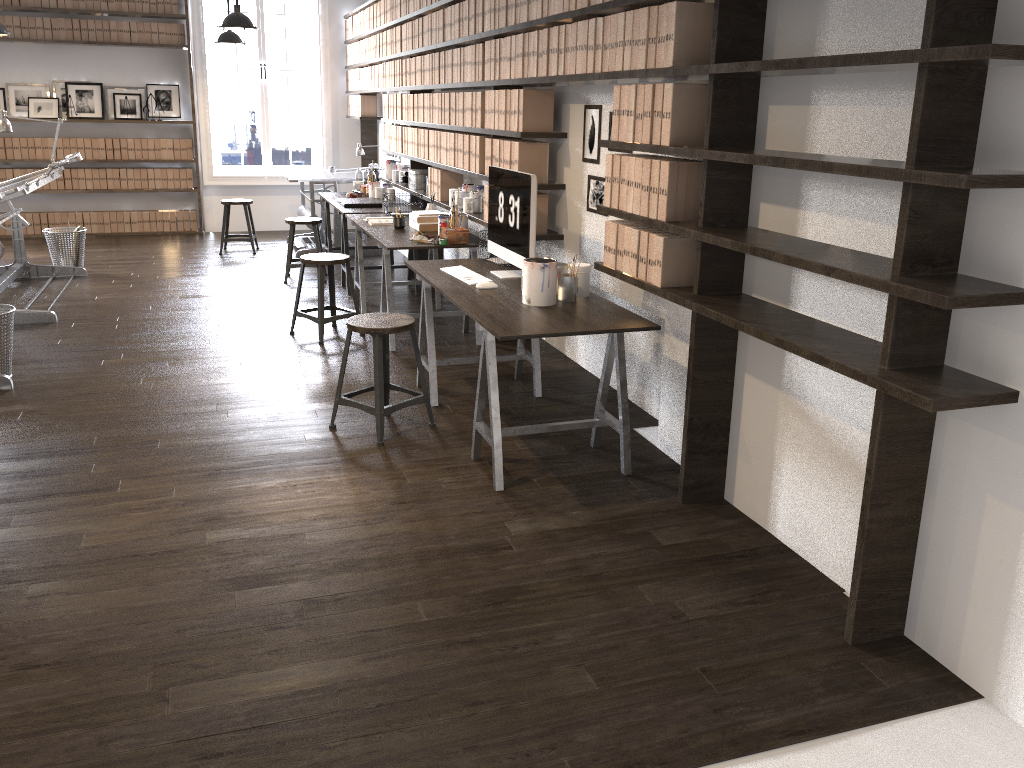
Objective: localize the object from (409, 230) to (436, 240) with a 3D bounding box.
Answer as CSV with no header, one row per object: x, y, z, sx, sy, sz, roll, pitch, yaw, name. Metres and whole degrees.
-0.569,-0.920,5.505,0.198,0.050,0.133,16,22,40,object

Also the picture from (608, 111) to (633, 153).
0.513,-1.176,4.133,0.023,0.181,0.254,-4,17,-18,picture

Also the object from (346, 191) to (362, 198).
-1.443,-1.718,8.006,0.132,0.050,0.199,4,17,10,object

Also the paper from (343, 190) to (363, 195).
-1.465,-1.755,8.134,0.138,0.038,0.156,-10,20,-32,paper

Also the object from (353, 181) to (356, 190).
-1.466,-1.862,8.361,0.068,0.103,0.069,-3,16,-14,object

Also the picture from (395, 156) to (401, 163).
-1.152,-2.335,8.967,0.023,0.181,0.254,-4,17,-18,picture

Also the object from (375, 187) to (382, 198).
-1.189,-1.703,7.885,0.062,0.093,0.062,7,17,20,object

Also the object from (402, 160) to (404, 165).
-1.044,-2.040,8.376,0.041,0.160,0.005,-6,16,-26,object

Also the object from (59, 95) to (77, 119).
-4.741,-2.959,9.465,0.174,0.257,0.040,-4,16,-18,object

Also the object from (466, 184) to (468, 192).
-0.300,-1.287,6.063,0.029,0.166,0.004,2,15,3,object

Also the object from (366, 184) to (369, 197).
-1.295,-1.755,8.028,0.049,0.110,0.050,-5,16,-22,object

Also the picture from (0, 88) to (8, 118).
-5.523,-2.985,9.405,0.267,0.311,0.059,-4,16,-18,picture

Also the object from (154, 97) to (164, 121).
-3.905,-3.043,9.793,0.110,0.258,0.040,-4,16,-18,object

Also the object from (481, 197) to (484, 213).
-0.185,-1.178,5.835,0.045,0.101,0.045,-7,17,-27,object

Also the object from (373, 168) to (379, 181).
-1.282,-1.914,8.335,0.068,0.227,0.070,-5,16,-21,object

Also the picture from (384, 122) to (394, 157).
-1.287,-2.679,9.277,0.040,0.567,0.420,-4,16,-18,picture

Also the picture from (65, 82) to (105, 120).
-4.639,-3.073,9.620,0.374,0.386,0.150,-4,16,-18,picture

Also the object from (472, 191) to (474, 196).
-0.249,-1.208,5.860,0.030,0.133,0.004,-5,16,-23,object

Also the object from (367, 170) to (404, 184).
-1.159,-1.890,8.130,0.345,0.144,0.078,2,15,3,object

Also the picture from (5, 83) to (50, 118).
-5.181,-3.031,9.493,0.416,0.360,0.084,-4,16,-18,picture

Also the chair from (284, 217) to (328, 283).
-1.772,-1.149,7.586,0.358,0.521,0.376,-2,16,-10,chair

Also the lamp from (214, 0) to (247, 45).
-2.734,-4.404,8.389,0.314,2.224,0.313,-11,19,-38,lamp

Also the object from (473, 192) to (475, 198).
-0.239,-1.208,5.859,0.036,0.118,0.005,-5,16,-22,object

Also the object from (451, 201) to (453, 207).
-0.359,-1.041,5.425,0.038,0.151,0.008,10,17,29,object

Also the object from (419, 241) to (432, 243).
-0.535,-0.866,5.397,0.158,0.005,0.005,14,20,35,object

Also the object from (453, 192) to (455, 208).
-0.355,-1.068,5.429,0.007,0.211,0.056,-2,15,-12,object

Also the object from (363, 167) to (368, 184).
-1.362,-1.911,8.308,0.068,0.234,0.070,-5,16,-21,object

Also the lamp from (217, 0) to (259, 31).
-2.107,-3.836,6.607,0.314,2.224,0.313,-11,19,-38,lamp

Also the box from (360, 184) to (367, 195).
-1.324,-1.796,8.190,0.138,0.082,0.214,-4,18,-18,box

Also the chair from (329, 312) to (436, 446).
-0.601,-0.040,4.107,0.360,0.521,0.374,14,20,38,chair

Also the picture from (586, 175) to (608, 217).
0.434,-0.942,4.419,0.023,0.181,0.254,-4,17,-18,picture

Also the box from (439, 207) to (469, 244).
-0.354,-0.971,5.404,0.138,0.204,0.214,-4,17,-18,box

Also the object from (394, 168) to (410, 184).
-0.940,-1.848,7.931,0.107,0.159,0.238,12,20,35,object

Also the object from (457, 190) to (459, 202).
-0.335,-1.071,5.414,0.020,0.225,0.007,4,15,12,object

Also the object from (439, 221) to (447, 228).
-0.432,-0.967,5.560,0.049,0.110,0.050,-3,16,-15,object

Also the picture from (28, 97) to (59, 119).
-5.018,-2.953,9.488,0.300,0.226,0.146,-4,16,-18,picture

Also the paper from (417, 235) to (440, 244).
-0.507,-0.880,5.392,0.137,0.038,0.157,0,17,-4,paper

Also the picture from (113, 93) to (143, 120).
-4.239,-3.060,9.775,0.290,0.287,0.128,-4,16,-18,picture

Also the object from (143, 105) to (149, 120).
-4.008,-2.969,9.707,0.066,0.163,0.040,-4,16,-18,object

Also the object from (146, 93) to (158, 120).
-3.961,-3.050,9.741,0.118,0.300,0.040,-4,16,-18,object

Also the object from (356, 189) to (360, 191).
-1.441,-1.793,8.255,0.049,0.037,0.049,-5,18,-22,object

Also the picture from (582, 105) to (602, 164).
0.406,-1.254,4.445,0.022,0.281,0.204,-4,16,-19,picture

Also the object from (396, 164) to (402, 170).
-1.060,-1.993,8.316,0.051,0.138,0.051,-5,16,-21,object

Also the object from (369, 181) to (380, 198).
-1.237,-1.752,7.976,0.104,0.140,0.106,-6,17,-26,object

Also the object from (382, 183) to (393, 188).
-1.120,-1.740,7.968,0.094,0.126,0.096,-3,16,-15,object

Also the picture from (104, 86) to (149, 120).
-4.263,-3.103,9.800,0.434,0.356,0.096,-4,16,-18,picture

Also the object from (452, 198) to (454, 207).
-0.351,-1.051,5.415,0.008,0.184,0.072,7,16,22,object

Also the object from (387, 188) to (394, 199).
-1.069,-1.680,7.821,0.062,0.093,0.062,10,18,29,object

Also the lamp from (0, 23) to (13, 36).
-4.681,-4.245,7.746,0.314,2.224,0.313,-11,19,-38,lamp

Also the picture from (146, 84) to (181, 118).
-3.888,-3.158,9.886,0.343,0.360,0.163,-4,16,-18,picture

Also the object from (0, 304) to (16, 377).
-2.820,-0.207,4.715,0.353,0.373,0.358,2,16,3,object

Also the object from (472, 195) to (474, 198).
-0.248,-1.205,5.878,0.035,0.103,0.004,-4,16,-20,object

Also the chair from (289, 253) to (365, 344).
-1.206,-0.567,5.757,0.374,0.521,0.360,16,21,42,chair

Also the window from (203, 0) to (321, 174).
-2.832,-3.531,10.078,1.246,2.280,0.155,-4,16,-18,window

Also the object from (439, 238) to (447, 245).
-0.412,-0.853,5.310,0.049,0.037,0.049,-3,17,-15,object

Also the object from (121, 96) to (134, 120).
-4.198,-3.007,9.659,0.124,0.257,0.040,-4,16,-18,object

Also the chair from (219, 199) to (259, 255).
-2.752,-1.581,8.905,0.358,0.521,0.376,-2,16,-10,chair

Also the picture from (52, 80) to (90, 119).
-4.774,-3.085,9.627,0.370,0.401,0.092,-4,16,-18,picture

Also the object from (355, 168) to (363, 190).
-1.430,-1.902,8.286,0.068,0.227,0.070,-5,16,-21,object

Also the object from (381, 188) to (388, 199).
-1.130,-1.690,7.848,0.063,0.092,0.064,10,18,29,object
